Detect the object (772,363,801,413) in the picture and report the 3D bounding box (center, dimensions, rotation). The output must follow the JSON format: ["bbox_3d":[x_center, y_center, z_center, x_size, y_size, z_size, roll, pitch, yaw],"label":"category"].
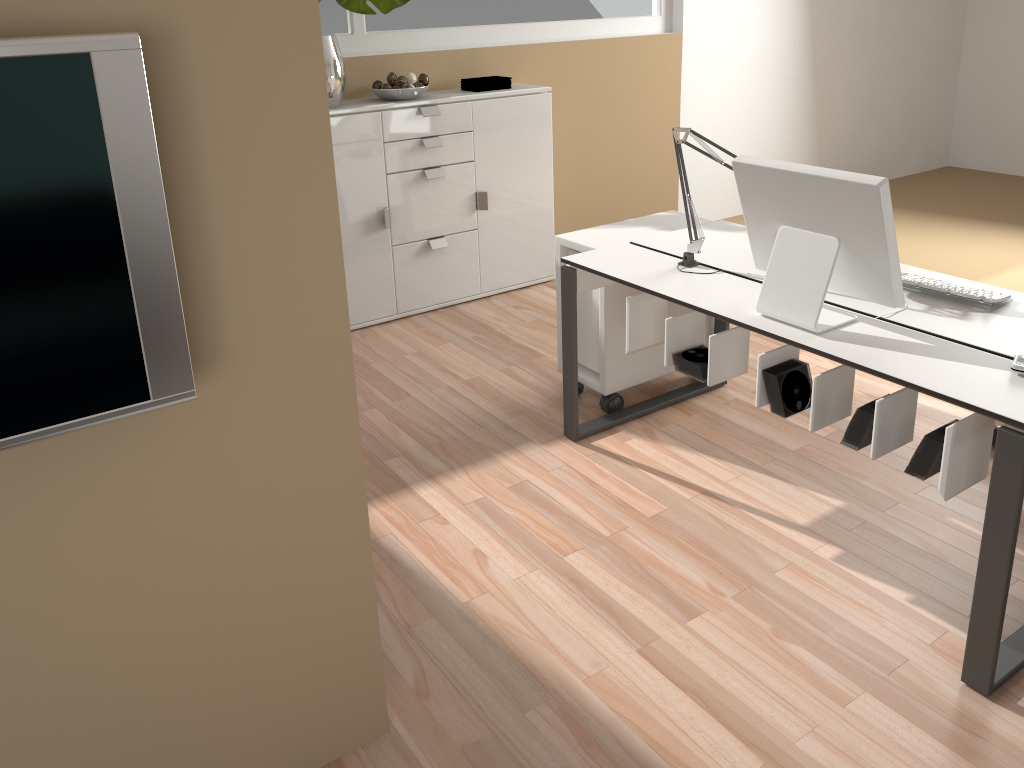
[{"bbox_3d":[0.768,0.014,2.404,0.135,0.109,0.040,-16,23,-32],"label":"object"}]

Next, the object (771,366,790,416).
[{"bbox_3d":[0.765,0.013,2.408,0.135,0.109,0.041,-16,23,-32],"label":"object"}]

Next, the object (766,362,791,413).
[{"bbox_3d":[0.756,0.007,2.421,0.135,0.109,0.041,-16,23,-32],"label":"object"}]

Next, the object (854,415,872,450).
[{"bbox_3d":[0.916,0.101,2.195,0.135,0.109,0.041,-16,23,-32],"label":"object"}]

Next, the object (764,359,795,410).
[{"bbox_3d":[0.752,0.005,2.426,0.135,0.109,0.040,-16,23,-32],"label":"object"}]

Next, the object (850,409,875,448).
[{"bbox_3d":[0.909,0.097,2.204,0.135,0.109,0.041,-16,23,-32],"label":"object"}]

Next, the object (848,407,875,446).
[{"bbox_3d":[0.905,0.095,2.210,0.135,0.109,0.041,-16,23,-32],"label":"object"}]

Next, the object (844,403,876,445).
[{"bbox_3d":[0.899,0.091,2.219,0.135,0.109,0.041,-16,23,-32],"label":"object"}]

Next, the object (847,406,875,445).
[{"bbox_3d":[0.904,0.094,2.212,0.135,0.109,0.040,-16,23,-32],"label":"object"}]

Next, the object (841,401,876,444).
[{"bbox_3d":[0.895,0.089,2.224,0.135,0.109,0.041,-16,23,-32],"label":"object"}]

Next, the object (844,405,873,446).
[{"bbox_3d":[0.900,0.092,2.217,0.135,0.109,0.041,-16,23,-32],"label":"object"}]

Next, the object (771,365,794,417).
[{"bbox_3d":[0.766,0.013,2.406,0.135,0.109,0.041,-16,23,-32],"label":"object"}]

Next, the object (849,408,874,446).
[{"bbox_3d":[0.907,0.096,2.208,0.135,0.109,0.041,-16,23,-32],"label":"object"}]

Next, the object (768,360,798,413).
[{"bbox_3d":[0.758,0.008,2.419,0.135,0.109,0.040,-16,23,-32],"label":"object"}]

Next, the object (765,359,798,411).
[{"bbox_3d":[0.755,0.007,2.423,0.135,0.109,0.041,-16,23,-32],"label":"object"}]

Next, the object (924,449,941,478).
[{"bbox_3d":[1.019,0.162,2.049,0.135,0.109,0.040,-16,23,-32],"label":"object"}]

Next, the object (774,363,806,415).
[{"bbox_3d":[0.772,0.017,2.399,0.135,0.109,0.041,-16,23,-32],"label":"object"}]

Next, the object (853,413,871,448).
[{"bbox_3d":[0.913,0.100,2.199,0.135,0.109,0.041,-16,23,-32],"label":"object"}]

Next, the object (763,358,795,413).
[{"bbox_3d":[0.750,0.004,2.430,0.135,0.109,0.041,-16,23,-32],"label":"object"}]

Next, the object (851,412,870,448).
[{"bbox_3d":[0.911,0.098,2.202,0.135,0.109,0.041,-16,23,-32],"label":"object"}]

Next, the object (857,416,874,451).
[{"bbox_3d":[0.920,0.104,2.190,0.135,0.109,0.041,-16,23,-32],"label":"object"}]

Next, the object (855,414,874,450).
[{"bbox_3d":[0.917,0.102,2.193,0.135,0.109,0.041,-16,23,-32],"label":"object"}]

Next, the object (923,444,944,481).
[{"bbox_3d":[1.019,0.162,2.049,0.135,0.109,0.041,-16,23,-32],"label":"object"}]

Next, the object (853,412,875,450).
[{"bbox_3d":[0.914,0.100,2.197,0.135,0.109,0.041,-16,23,-32],"label":"object"}]

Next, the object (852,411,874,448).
[{"bbox_3d":[0.912,0.099,2.201,0.135,0.109,0.041,-16,23,-32],"label":"object"}]

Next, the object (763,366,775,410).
[{"bbox_3d":[0.751,0.004,2.428,0.135,0.109,0.041,-16,23,-32],"label":"object"}]

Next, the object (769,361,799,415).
[{"bbox_3d":[0.761,0.010,2.413,0.135,0.109,0.041,-16,23,-32],"label":"object"}]

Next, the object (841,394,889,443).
[{"bbox_3d":[0.894,0.088,2.226,0.135,0.109,0.041,-16,23,-32],"label":"object"}]

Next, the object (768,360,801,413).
[{"bbox_3d":[0.760,0.010,2.415,0.135,0.109,0.041,-16,23,-32],"label":"object"}]

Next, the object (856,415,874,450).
[{"bbox_3d":[0.918,0.103,2.191,0.135,0.109,0.041,-16,23,-32],"label":"object"}]

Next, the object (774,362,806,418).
[{"bbox_3d":[0.770,0.016,2.401,0.135,0.109,0.041,-16,23,-32],"label":"object"}]

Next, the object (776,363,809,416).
[{"bbox_3d":[0.775,0.019,2.393,0.135,0.109,0.041,-16,23,-32],"label":"object"}]

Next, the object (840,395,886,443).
[{"bbox_3d":[0.892,0.088,2.228,0.135,0.109,0.041,-16,23,-32],"label":"object"}]

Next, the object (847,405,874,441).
[{"bbox_3d":[0.901,0.093,2.215,0.135,0.109,0.040,-16,23,-32],"label":"object"}]

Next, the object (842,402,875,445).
[{"bbox_3d":[0.896,0.090,2.223,0.135,0.109,0.041,-16,23,-32],"label":"object"}]

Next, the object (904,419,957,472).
[{"bbox_3d":[0.992,0.146,2.087,0.135,0.109,0.041,-16,23,-32],"label":"object"}]

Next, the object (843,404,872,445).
[{"bbox_3d":[0.898,0.091,2.221,0.135,0.109,0.041,-16,23,-32],"label":"object"}]

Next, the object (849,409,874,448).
[{"bbox_3d":[0.908,0.097,2.206,0.135,0.109,0.041,-16,23,-32],"label":"object"}]

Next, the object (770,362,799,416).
[{"bbox_3d":[0.763,0.011,2.411,0.135,0.109,0.040,-16,23,-32],"label":"object"}]

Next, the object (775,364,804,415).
[{"bbox_3d":[0.773,0.017,2.397,0.135,0.109,0.040,-16,23,-32],"label":"object"}]

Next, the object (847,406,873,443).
[{"bbox_3d":[0.903,0.093,2.214,0.135,0.109,0.040,-16,23,-32],"label":"object"}]
